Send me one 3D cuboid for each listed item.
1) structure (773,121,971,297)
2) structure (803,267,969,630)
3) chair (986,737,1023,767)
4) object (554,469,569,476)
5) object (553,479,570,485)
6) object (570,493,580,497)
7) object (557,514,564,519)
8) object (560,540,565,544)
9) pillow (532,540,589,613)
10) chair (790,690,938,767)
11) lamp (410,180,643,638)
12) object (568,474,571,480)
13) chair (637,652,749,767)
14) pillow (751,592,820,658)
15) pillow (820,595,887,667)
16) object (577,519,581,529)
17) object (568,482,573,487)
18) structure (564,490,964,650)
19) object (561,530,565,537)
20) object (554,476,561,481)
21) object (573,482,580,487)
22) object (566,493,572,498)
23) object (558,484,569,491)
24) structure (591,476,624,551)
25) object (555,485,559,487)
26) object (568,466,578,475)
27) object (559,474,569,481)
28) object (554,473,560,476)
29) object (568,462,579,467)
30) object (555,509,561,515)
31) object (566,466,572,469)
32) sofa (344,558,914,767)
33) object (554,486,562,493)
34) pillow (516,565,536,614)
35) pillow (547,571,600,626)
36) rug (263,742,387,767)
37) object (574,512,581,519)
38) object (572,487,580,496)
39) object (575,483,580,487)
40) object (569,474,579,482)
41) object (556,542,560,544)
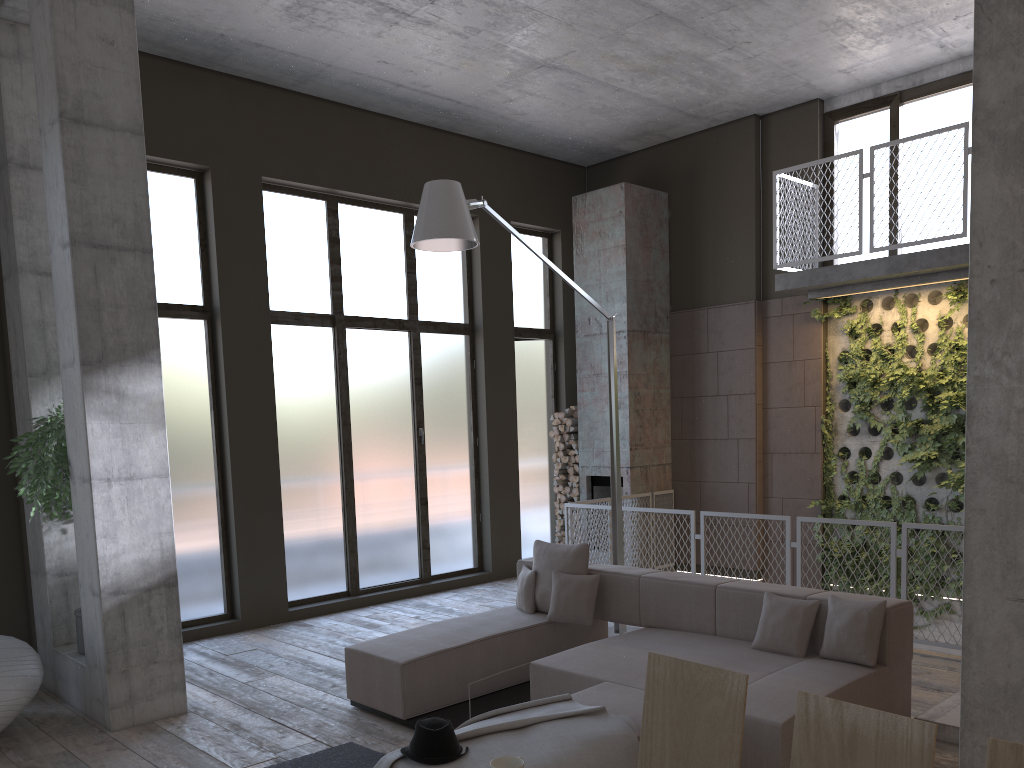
[{"bbox_3d":[3.649,-0.018,7.258,3.015,4.361,3.677,-5,4,-43],"label":"structure"},{"bbox_3d":[4.076,0.596,8.506,0.997,3.862,2.621,-7,6,-43],"label":"structure"},{"bbox_3d":[0.907,1.334,1.539,0.348,1.208,0.716,3,6,44],"label":"chair"},{"bbox_3d":[0.729,1.111,11.193,0.453,0.090,0.090,0,0,-41],"label":"object"},{"bbox_3d":[0.700,1.238,11.141,0.420,0.073,0.071,0,0,-42],"label":"object"},{"bbox_3d":[0.898,1.380,11.057,0.361,0.068,0.122,0,-2,-42],"label":"object"},{"bbox_3d":[0.736,1.730,11.344,0.362,0.119,0.070,0,2,-43],"label":"object"},{"bbox_3d":[0.807,2.030,11.291,0.453,0.090,0.090,0,0,-42],"label":"object"},{"bbox_3d":[0.337,1.446,6.536,0.219,0.563,0.562,-6,4,-41],"label":"pillow"},{"bbox_3d":[0.572,1.362,1.917,0.717,1.208,0.347,-5,6,-38],"label":"chair"},{"bbox_3d":[0.353,0.452,6.620,0.754,3.461,2.606,2,5,34],"label":"lamp"},{"bbox_3d":[0.870,1.163,11.125,0.361,0.087,0.101,0,0,-42],"label":"object"},{"bbox_3d":[0.269,1.391,2.327,0.717,1.208,0.347,-5,6,-39],"label":"chair"},{"bbox_3d":[1.625,1.439,5.212,0.185,0.362,0.370,-6,4,-44],"label":"pillow"},{"bbox_3d":[1.909,1.381,4.937,0.186,0.370,0.361,-5,3,-38],"label":"pillow"},{"bbox_3d":[0.968,1.748,11.005,0.362,0.126,0.063,-1,2,-42],"label":"object"},{"bbox_3d":[0.878,1.257,11.084,0.420,0.068,0.067,0,0,-42],"label":"object"},{"bbox_3d":[2.793,1.632,8.500,1.916,0.942,4.427,-1,-2,-43],"label":"structure"},{"bbox_3d":[0.818,1.902,11.268,0.433,0.080,0.114,0,-1,-42],"label":"object"},{"bbox_3d":[0.699,1.202,11.240,0.361,0.068,0.122,0,-2,-44],"label":"object"},{"bbox_3d":[0.933,1.250,11.025,0.420,0.068,0.067,0,0,-42],"label":"object"},{"bbox_3d":[0.832,1.399,11.135,0.357,0.075,0.064,0,0,-45],"label":"object"},{"bbox_3d":[0.782,1.310,11.216,0.453,0.090,0.090,0,0,-42],"label":"object"},{"bbox_3d":[1.201,1.569,10.618,0.056,0.938,0.574,-8,6,-44],"label":"structure"},{"bbox_3d":[0.720,1.275,11.245,0.423,0.086,0.066,0,1,-41],"label":"object"},{"bbox_3d":[0.832,1.075,11.008,0.292,0.108,0.098,0,0,-44],"label":"object"},{"bbox_3d":[0.793,1.181,11.193,0.433,0.080,0.114,0,-1,-42],"label":"object"},{"bbox_3d":[0.710,1.134,11.259,0.421,0.072,0.067,0,0,-42],"label":"object"},{"bbox_3d":[0.848,1.000,11.025,0.330,0.057,0.089,0,-1,-42],"label":"object"},{"bbox_3d":[0.734,1.627,11.317,0.434,0.108,0.079,0,1,-43],"label":"object"},{"bbox_3d":[0.826,1.043,11.091,0.357,0.075,0.064,0,1,-41],"label":"object"},{"bbox_3d":[0.222,1.705,5.167,2.995,0.792,2.997,0,-3,-43],"label":"sofa"},{"bbox_3d":[0.720,1.344,11.279,0.435,0.093,0.091,0,0,-42],"label":"object"},{"bbox_3d":[0.116,1.591,6.741,0.151,0.380,0.366,-3,2,-11],"label":"pillow"},{"bbox_3d":[0.442,1.535,6.288,0.377,0.376,0.167,-1,4,20],"label":"pillow"},{"bbox_3d":[-1.624,2.105,3.846,2.902,0.049,1.162,0,-4,-43],"label":"rug"},{"bbox_3d":[0.976,1.637,11.032,0.477,0.084,0.093,0,0,-42],"label":"object"},{"bbox_3d":[0.887,1.328,10.930,0.291,0.104,0.100,0,0,-44],"label":"object"},{"bbox_3d":[0.889,1.252,10.916,0.249,0.048,0.063,0,-1,-44],"label":"object"},{"bbox_3d":[0.905,1.174,11.053,0.435,0.094,0.092,0,0,-42],"label":"object"},{"bbox_3d":[0.745,2.065,11.354,0.435,0.093,0.091,0,0,-42],"label":"object"}]
